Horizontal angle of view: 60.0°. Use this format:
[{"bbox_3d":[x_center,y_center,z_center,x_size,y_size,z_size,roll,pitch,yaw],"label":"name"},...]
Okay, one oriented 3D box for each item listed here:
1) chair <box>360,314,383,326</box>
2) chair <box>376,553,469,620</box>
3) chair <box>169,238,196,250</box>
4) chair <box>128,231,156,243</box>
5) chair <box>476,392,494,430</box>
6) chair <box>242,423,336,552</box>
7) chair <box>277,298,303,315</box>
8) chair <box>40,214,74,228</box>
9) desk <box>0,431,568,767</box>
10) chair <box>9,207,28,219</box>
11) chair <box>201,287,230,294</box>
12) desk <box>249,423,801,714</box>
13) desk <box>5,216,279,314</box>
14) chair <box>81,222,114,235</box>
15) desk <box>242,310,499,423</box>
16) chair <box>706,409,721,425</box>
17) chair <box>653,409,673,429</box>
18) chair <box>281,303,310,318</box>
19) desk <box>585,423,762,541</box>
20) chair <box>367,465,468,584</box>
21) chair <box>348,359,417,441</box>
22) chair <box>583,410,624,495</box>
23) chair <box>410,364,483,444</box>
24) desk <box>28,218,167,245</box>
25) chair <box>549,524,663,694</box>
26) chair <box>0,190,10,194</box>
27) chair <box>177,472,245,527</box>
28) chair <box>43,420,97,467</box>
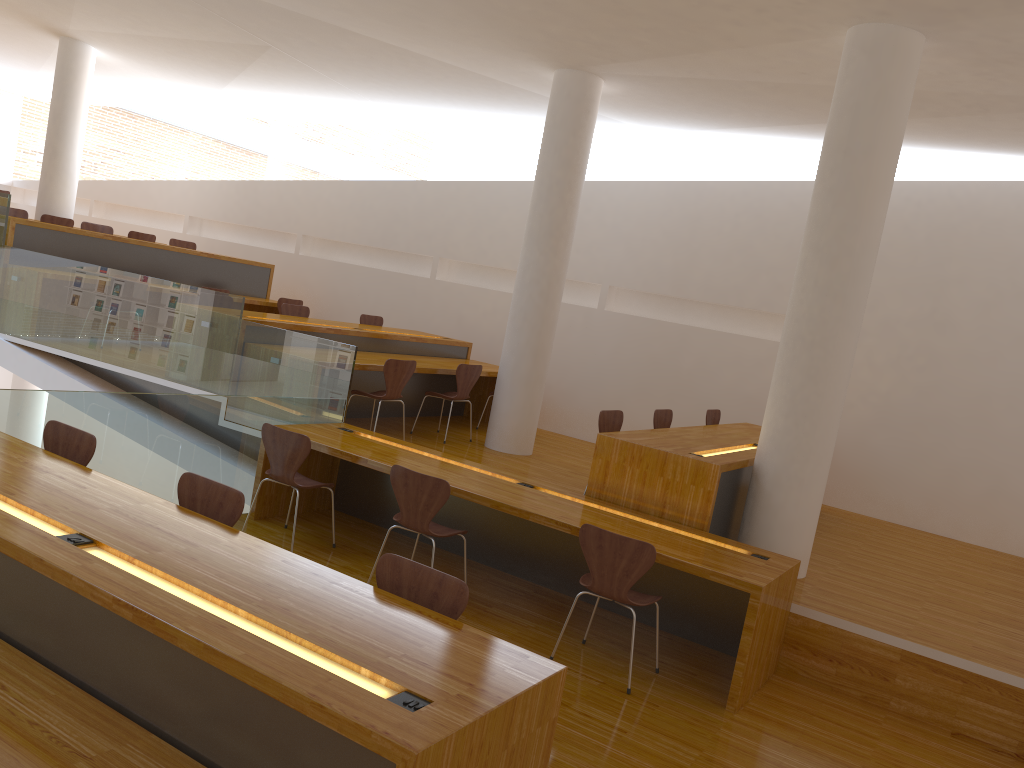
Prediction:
[{"bbox_3d":[-1.440,-0.372,9.576,0.381,0.693,0.428,14,6,30],"label":"chair"},{"bbox_3d":[-0.447,0.964,2.931,0.428,0.693,0.381,14,6,30],"label":"chair"},{"bbox_3d":[-3.863,-1.349,10.583,0.381,0.693,0.428,14,6,30],"label":"chair"},{"bbox_3d":[-4.724,-1.547,10.977,0.381,0.693,0.428,14,6,30],"label":"chair"},{"bbox_3d":[-0.025,0.147,8.739,0.381,0.693,0.428,14,6,30],"label":"chair"},{"bbox_3d":[-1.271,0.600,5.259,0.428,0.693,0.381,14,6,30],"label":"chair"},{"bbox_3d":[-2.704,-0.661,10.166,0.381,0.693,0.428,14,6,30],"label":"chair"},{"bbox_3d":[-5.256,-1.560,9.992,0.381,0.693,0.428,14,6,30],"label":"chair"},{"bbox_3d":[-1.604,0.953,2.944,3.236,0.918,1.285,14,6,30],"label":"desk"},{"bbox_3d":[-4.943,-1.395,8.808,0.381,0.693,0.428,14,6,30],"label":"chair"},{"bbox_3d":[-3.236,-0.673,9.181,0.381,0.693,0.428,14,6,30],"label":"chair"},{"bbox_3d":[-0.080,0.887,5.122,3.185,0.606,0.760,14,6,30],"label":"desk"},{"bbox_3d":[-3.838,-0.979,9.360,1.248,1.022,3.216,14,6,30],"label":"desk"},{"bbox_3d":[-4.453,-1.377,9.647,0.381,0.693,0.428,14,6,30],"label":"chair"},{"bbox_3d":[-1.274,-0.079,8.108,1.527,0.785,3.243,14,6,30],"label":"desk"},{"bbox_3d":[1.832,0.596,7.644,0.381,0.693,0.428,14,6,30],"label":"chair"},{"bbox_3d":[1.235,0.568,6.697,0.381,0.693,0.428,14,6,30],"label":"chair"},{"bbox_3d":[-2.037,-0.400,8.629,0.381,0.693,0.428,14,6,30],"label":"chair"},{"bbox_3d":[1.574,0.692,6.468,0.760,0.606,3.185,14,6,30],"label":"desk"},{"bbox_3d":[-0.452,0.798,4.776,0.428,0.693,0.381,14,6,30],"label":"chair"},{"bbox_3d":[-1.047,0.117,6.915,0.381,0.693,0.428,14,6,30],"label":"chair"},{"bbox_3d":[0.745,0.551,5.859,0.381,0.693,0.428,14,6,30],"label":"chair"},{"bbox_3d":[-0.557,0.134,7.754,0.381,0.693,0.428,14,6,30],"label":"chair"},{"bbox_3d":[-5.556,-1.599,10.276,0.760,0.606,3.356,14,6,30],"label":"desk"},{"bbox_3d":[0.511,1.027,4.253,0.428,0.693,0.381,14,6,30],"label":"chair"},{"bbox_3d":[-6.596,-2.117,11.089,0.428,0.693,0.381,14,6,30],"label":"chair"},{"bbox_3d":[-1.372,0.736,3.520,0.428,0.693,0.381,14,6,30],"label":"chair"},{"bbox_3d":[-2.191,0.538,4.003,0.428,0.693,0.381,14,6,30],"label":"chair"}]
